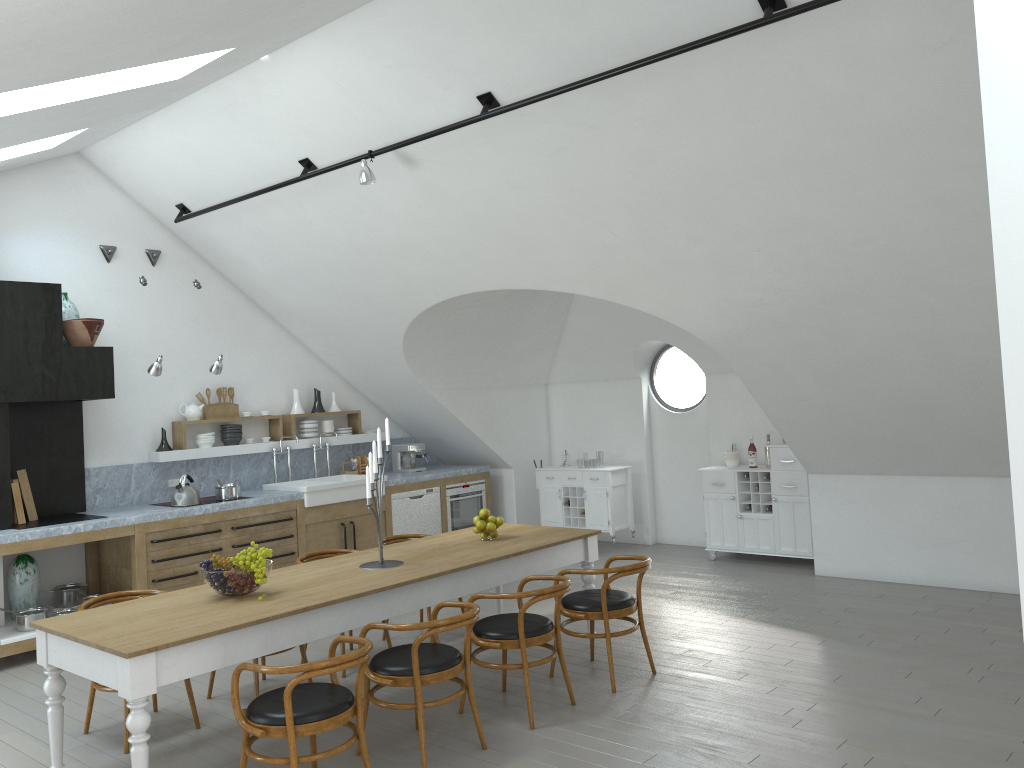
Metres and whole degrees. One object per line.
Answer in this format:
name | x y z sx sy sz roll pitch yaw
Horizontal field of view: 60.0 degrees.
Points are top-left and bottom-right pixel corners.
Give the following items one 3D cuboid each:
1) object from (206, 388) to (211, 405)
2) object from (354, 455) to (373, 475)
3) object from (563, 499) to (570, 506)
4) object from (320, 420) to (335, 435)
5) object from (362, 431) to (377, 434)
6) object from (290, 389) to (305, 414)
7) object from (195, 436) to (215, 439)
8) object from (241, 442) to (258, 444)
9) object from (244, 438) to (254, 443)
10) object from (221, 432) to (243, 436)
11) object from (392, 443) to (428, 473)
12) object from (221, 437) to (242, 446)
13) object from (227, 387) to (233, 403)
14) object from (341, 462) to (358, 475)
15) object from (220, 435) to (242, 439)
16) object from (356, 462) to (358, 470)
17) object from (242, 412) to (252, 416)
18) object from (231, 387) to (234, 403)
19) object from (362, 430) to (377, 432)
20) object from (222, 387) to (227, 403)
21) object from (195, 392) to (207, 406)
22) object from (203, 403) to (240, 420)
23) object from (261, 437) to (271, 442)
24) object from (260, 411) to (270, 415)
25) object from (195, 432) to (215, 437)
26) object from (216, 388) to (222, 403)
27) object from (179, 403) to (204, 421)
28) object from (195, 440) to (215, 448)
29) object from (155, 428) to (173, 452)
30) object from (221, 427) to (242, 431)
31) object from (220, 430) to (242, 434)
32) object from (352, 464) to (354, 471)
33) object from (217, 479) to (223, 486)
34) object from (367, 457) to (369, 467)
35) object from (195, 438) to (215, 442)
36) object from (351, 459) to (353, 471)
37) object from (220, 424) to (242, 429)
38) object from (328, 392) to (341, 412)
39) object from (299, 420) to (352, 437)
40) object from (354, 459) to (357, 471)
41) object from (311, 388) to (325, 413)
object | -2.948 0.186 8.626 0.027 0.299 0.055 -5 -3 41
object | -1.652 0.909 9.922 0.104 0.223 0.200 -5 -2 41
object | 0.685 1.339 10.009 0.081 0.085 0.317 -5 -2 42
object | -1.993 0.474 9.578 0.158 0.160 0.154 -3 -2 -21
object | -1.622 0.552 10.045 0.213 0.025 0.213 -4 -1 29
object | -2.269 0.183 9.358 0.156 0.268 0.156 -4 -2 30
object | -2.947 0.534 8.518 0.181 0.069 0.181 -3 -1 -31
object | -2.636 0.596 8.900 0.164 0.012 0.163 -3 -1 -31
object | -2.638 0.573 8.901 0.098 0.049 0.098 -4 -1 39
object | -2.757 0.513 8.729 0.205 0.086 0.205 -3 -1 -6
object | -1.115 0.839 10.061 0.386 0.321 0.324 -4 -2 41
object | -2.760 0.568 8.728 0.205 0.072 0.205 -4 -1 29
object | -2.792 0.181 8.778 0.039 0.298 0.068 -5 -3 41
object | -1.789 0.940 9.746 0.100 0.171 0.173 -5 -2 43
object | -2.762 0.541 8.729 0.205 0.086 0.205 -3 -1 -11
object | -1.717 0.931 9.764 0.044 0.179 0.019 -4 -3 26
object | -2.662 0.305 8.901 0.098 0.049 0.098 -4 -1 39
object | -2.780 0.181 8.818 0.030 0.294 0.057 -5 -3 41
object | -1.623 0.543 10.045 0.213 0.025 0.213 -4 -1 29
object | -2.832 0.182 8.728 0.019 0.299 0.057 -5 -3 41
object | -2.969 0.205 8.596 0.199 0.259 0.016 -2 -3 -38
object | -2.858 0.262 8.705 0.084 0.158 0.353 -5 -2 41
object | -2.511 0.568 9.046 0.098 0.049 0.098 -4 -1 39
object | -2.521 0.300 9.063 0.098 0.049 0.098 -4 -1 39
object | -2.948 0.505 8.521 0.181 0.076 0.180 -3 -1 -11
object | -2.869 0.184 8.716 0.040 0.300 0.061 -5 -3 39
object | -3.055 0.265 8.467 0.174 0.169 0.168 -4 -2 25
object | -2.946 0.580 8.515 0.181 0.064 0.181 -3 -1 -26
object | -3.230 0.512 8.228 0.156 0.219 0.156 -4 -2 22
object | -2.764 0.466 8.739 0.205 0.084 0.205 -3 -1 -21
object | -2.763 0.492 8.733 0.205 0.072 0.205 -4 -1 29
object | -1.745 0.932 9.738 0.019 0.179 0.044 -3 -2 6
object | -2.643 0.958 8.130 0.235 0.167 0.051 -4 -2 36
object | -1.600 0.914 9.922 0.040 0.192 0.042 -3 -2 1
object | -2.948 0.557 8.515 0.181 0.065 0.181 -3 -1 -11
object | -1.756 0.923 9.756 0.019 0.196 0.022 -4 -3 29
object | -2.769 0.439 8.740 0.205 0.080 0.205 -4 -1 44
object | -1.951 0.195 9.728 0.156 0.219 0.156 -4 -2 22
object | -2.011 0.477 9.593 0.197 0.196 0.657 -4 -2 41
object | -1.720 0.918 9.751 0.040 0.192 0.042 -3 -2 -12
object | -2.093 0.176 9.553 0.156 0.268 0.156 -1 -3 -45
